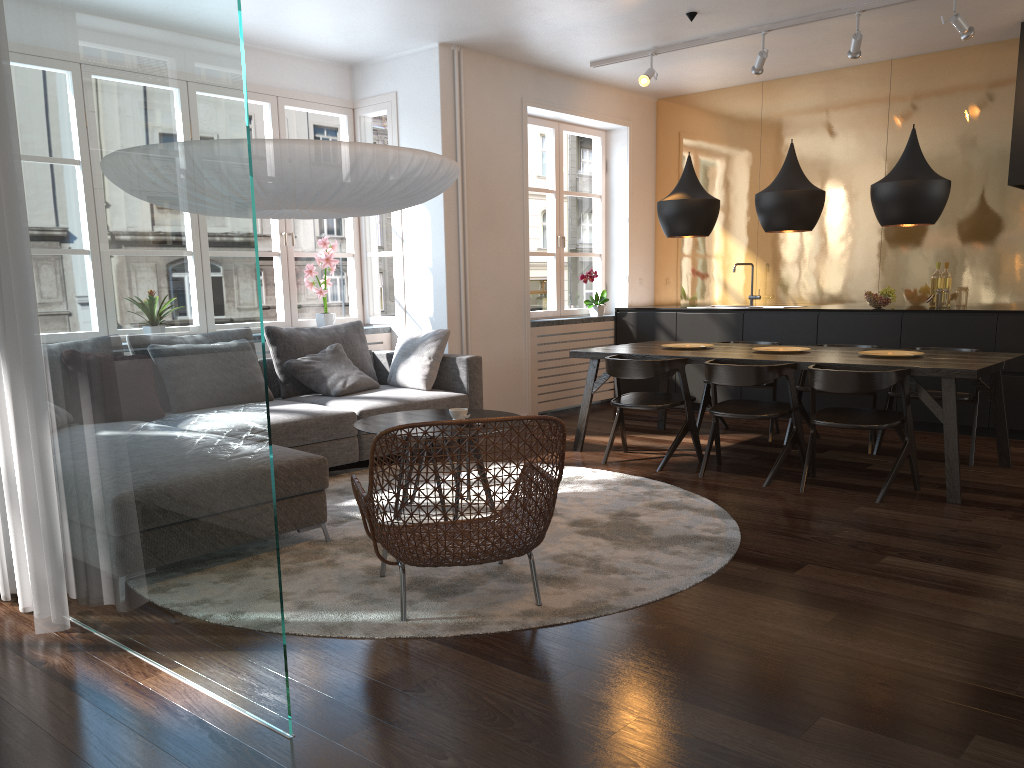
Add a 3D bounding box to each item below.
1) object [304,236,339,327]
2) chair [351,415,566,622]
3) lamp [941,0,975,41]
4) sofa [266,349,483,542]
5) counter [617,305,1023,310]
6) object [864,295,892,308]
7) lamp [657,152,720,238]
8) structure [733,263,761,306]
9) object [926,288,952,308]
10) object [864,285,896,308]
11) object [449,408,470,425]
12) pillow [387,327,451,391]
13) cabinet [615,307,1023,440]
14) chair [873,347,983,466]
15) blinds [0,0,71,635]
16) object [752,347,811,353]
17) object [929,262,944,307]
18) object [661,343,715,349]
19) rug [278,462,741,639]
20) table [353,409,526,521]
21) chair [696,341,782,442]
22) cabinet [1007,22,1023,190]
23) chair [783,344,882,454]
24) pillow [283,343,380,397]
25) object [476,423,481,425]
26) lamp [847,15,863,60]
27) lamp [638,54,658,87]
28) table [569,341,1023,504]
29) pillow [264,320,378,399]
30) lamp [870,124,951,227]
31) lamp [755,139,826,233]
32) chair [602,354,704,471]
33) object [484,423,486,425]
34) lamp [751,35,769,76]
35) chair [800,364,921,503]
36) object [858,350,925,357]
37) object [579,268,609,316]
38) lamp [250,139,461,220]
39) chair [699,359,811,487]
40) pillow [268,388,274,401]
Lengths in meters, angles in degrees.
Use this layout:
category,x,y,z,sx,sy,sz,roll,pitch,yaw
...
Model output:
category,x,y,z,sx,sy,sz,roll,pitch,yaw
object,-1.415,-0.751,6.607,0.297,0.700,0.198,3,11,20
chair,-0.195,0.426,3.196,0.717,0.718,0.678,-4,9,-16
lamp,3.411,-1.405,5.590,1.832,1.872,0.088,-3,11,-14
sofa,-1.202,0.269,4.980,2.031,0.680,3.045,5,9,41
counter,3.090,-0.579,6.729,5.039,0.002,0.727,5,9,40
object,2.820,-0.632,6.798,0.218,0.098,0.216,-1,7,-2
lamp,1.160,-1.244,5.813,0.410,0.548,0.406,-4,10,-15
structure,2.054,-0.861,7.724,0.264,0.390,0.108,-7,12,-32
object,3.230,-0.654,6.684,0.176,0.153,0.087,2,10,18
object,2.819,-0.668,6.773,0.239,0.175,0.176,3,9,26
object,-0.244,0.158,4.260,0.091,0.070,0.138,-7,10,-37
pillow,-0.682,-0.175,6.125,0.492,0.420,0.284,6,12,39
cabinet,3.098,-0.131,6.813,5.042,0.911,0.727,5,11,40
chair,2.680,0.123,5.611,0.590,0.680,0.515,7,12,40
blinds,-2.142,-0.612,3.228,1.798,2.771,0.152,8,14,42
object,1.696,-0.214,5.567,0.355,0.017,0.352,2,7,22
object,3.281,-0.768,6.829,0.092,0.344,0.090,0,11,8
object,1.191,-0.254,5.998,0.354,0.017,0.353,5,9,44
rug,-0.358,0.667,4.297,2.834,0.012,2.808,1,7,21
table,-0.351,0.418,4.412,0.843,0.478,0.841,6,10,43
chair,1.703,0.039,6.485,0.591,0.680,0.515,6,11,37
cabinet,4.296,-1.856,5.541,1.947,1.063,0.527,5,12,40
chair,2.221,0.085,6.004,0.590,0.680,0.515,6,12,39
pillow,-1.193,-0.096,5.884,0.443,0.325,0.487,2,9,23
object,-0.138,0.180,4.291,0.025,0.016,0.162,1,7,16
lamp,2.199,-2.203,5.609,0.085,0.243,0.247,0,9,7
lamp,0.994,-2.278,6.444,0.085,0.243,0.248,4,10,28
table,1.690,0.138,5.593,2.489,0.688,1.098,5,10,41
pillow,-1.296,-0.181,6.118,0.274,0.483,0.830,8,11,41
lamp,2.214,-1.159,4.910,0.411,0.548,0.406,-1,9,-1
lamp,1.687,-1.202,5.362,0.410,0.548,0.406,2,10,17
chair,0.855,0.163,5.559,0.590,0.680,0.515,6,12,39
object,-0.096,0.181,4.280,0.015,0.015,0.166,4,8,28
lamp,1.710,-2.243,6.016,0.085,0.242,0.248,-3,9,-8
chair,1.836,0.241,4.726,0.590,0.680,0.515,6,12,39
object,2.200,-0.173,5.135,0.354,0.017,0.353,5,9,44
object,0.753,-0.828,7.981,0.229,0.442,0.401,2,9,17
lamp,-0.954,-0.835,3.808,1.469,0.212,1.454,-3,7,-12
chair,1.374,0.204,5.122,0.590,0.680,0.516,7,12,41
pillow,-1.804,-0.058,5.351,0.291,0.402,0.662,7,11,41
